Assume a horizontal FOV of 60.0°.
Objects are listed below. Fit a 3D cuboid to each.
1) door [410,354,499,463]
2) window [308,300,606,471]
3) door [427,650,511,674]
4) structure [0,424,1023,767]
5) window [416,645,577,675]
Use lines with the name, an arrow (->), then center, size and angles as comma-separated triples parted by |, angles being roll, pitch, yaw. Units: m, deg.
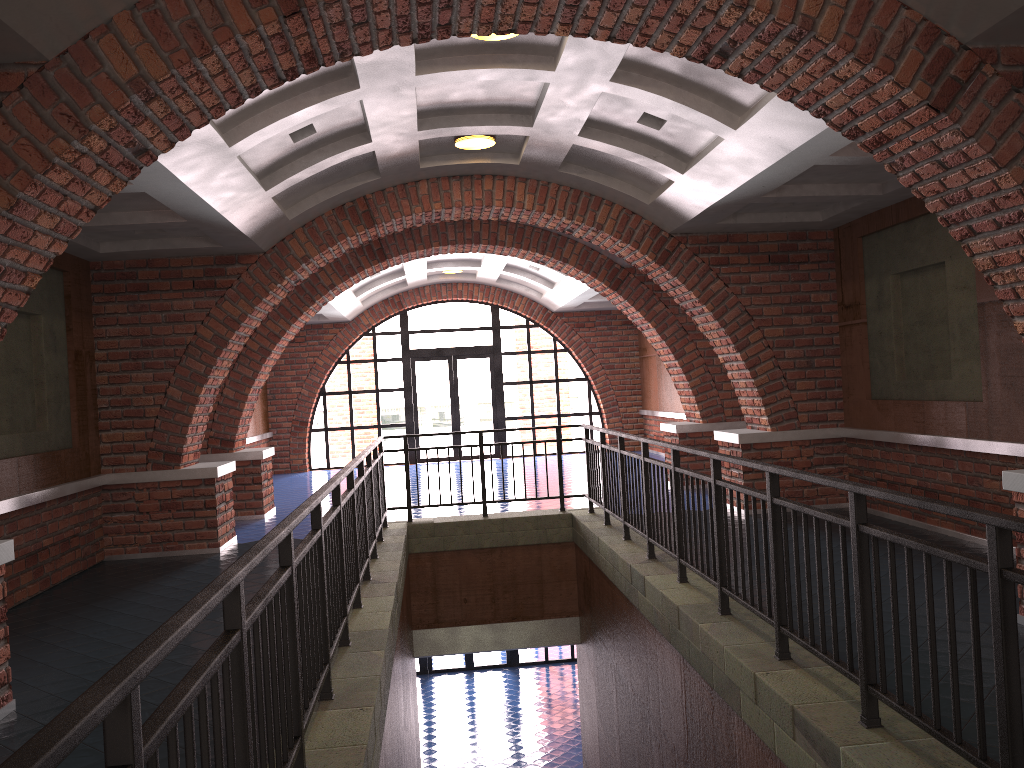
door -> -1.203, 0.507, 18.744 | 1.754, 2.236, 0.040 | -3, 0, -5
window -> -1.182, -0.064, 18.745 | 6.353, 3.471, 0.100 | -3, 0, -5
door -> -0.950, 4.949, 18.725 | 1.754, 2.236, 0.040 | -3, 0, -5
structure -> 0.336, 3.280, 4.256 | 2.464, 5.665, 11.176 | -3, 0, -5
window -> -0.932, 4.327, 18.726 | 6.353, 3.471, 0.100 | -3, 0, -5
